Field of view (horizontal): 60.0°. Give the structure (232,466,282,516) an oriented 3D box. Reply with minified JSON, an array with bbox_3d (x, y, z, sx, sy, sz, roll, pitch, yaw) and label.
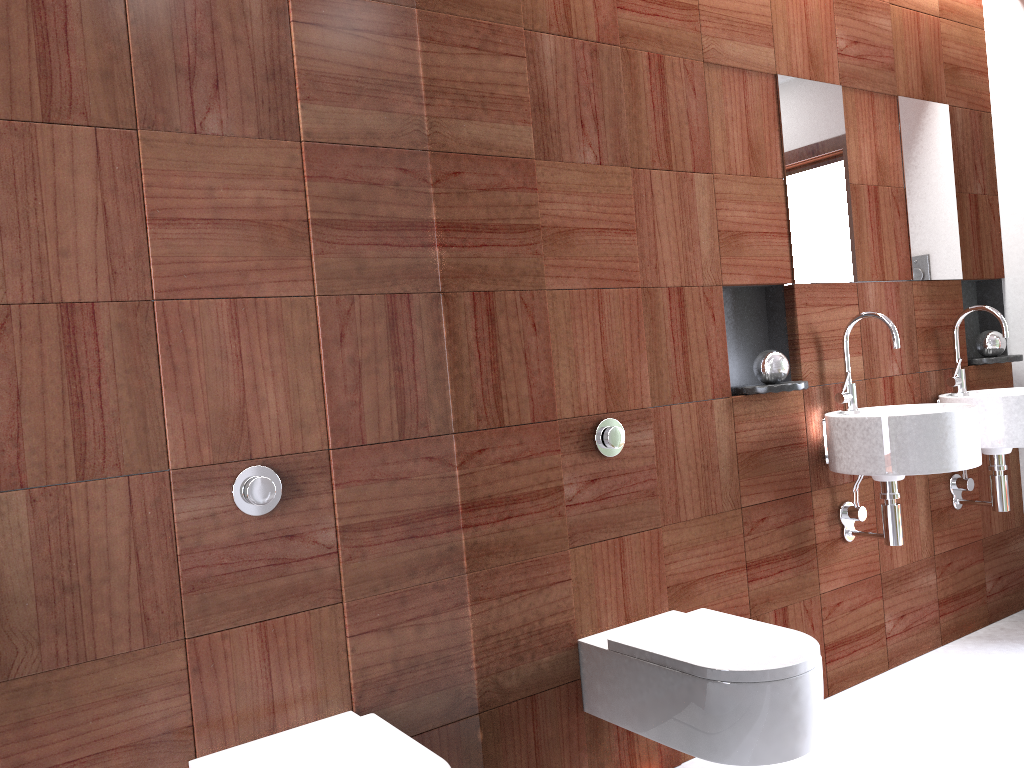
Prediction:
[{"bbox_3d":[-0.493,0.208,1.728,0.098,0.098,0.034,-6,1,-34],"label":"structure"}]

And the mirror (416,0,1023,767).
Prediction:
[{"bbox_3d":[0.258,-0.187,1.400,0.019,2.183,1.433,-6,1,-34],"label":"mirror"}]

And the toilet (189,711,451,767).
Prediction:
[{"bbox_3d":[-0.304,0.794,1.521,0.329,0.284,0.547,-6,1,-34],"label":"toilet"}]
